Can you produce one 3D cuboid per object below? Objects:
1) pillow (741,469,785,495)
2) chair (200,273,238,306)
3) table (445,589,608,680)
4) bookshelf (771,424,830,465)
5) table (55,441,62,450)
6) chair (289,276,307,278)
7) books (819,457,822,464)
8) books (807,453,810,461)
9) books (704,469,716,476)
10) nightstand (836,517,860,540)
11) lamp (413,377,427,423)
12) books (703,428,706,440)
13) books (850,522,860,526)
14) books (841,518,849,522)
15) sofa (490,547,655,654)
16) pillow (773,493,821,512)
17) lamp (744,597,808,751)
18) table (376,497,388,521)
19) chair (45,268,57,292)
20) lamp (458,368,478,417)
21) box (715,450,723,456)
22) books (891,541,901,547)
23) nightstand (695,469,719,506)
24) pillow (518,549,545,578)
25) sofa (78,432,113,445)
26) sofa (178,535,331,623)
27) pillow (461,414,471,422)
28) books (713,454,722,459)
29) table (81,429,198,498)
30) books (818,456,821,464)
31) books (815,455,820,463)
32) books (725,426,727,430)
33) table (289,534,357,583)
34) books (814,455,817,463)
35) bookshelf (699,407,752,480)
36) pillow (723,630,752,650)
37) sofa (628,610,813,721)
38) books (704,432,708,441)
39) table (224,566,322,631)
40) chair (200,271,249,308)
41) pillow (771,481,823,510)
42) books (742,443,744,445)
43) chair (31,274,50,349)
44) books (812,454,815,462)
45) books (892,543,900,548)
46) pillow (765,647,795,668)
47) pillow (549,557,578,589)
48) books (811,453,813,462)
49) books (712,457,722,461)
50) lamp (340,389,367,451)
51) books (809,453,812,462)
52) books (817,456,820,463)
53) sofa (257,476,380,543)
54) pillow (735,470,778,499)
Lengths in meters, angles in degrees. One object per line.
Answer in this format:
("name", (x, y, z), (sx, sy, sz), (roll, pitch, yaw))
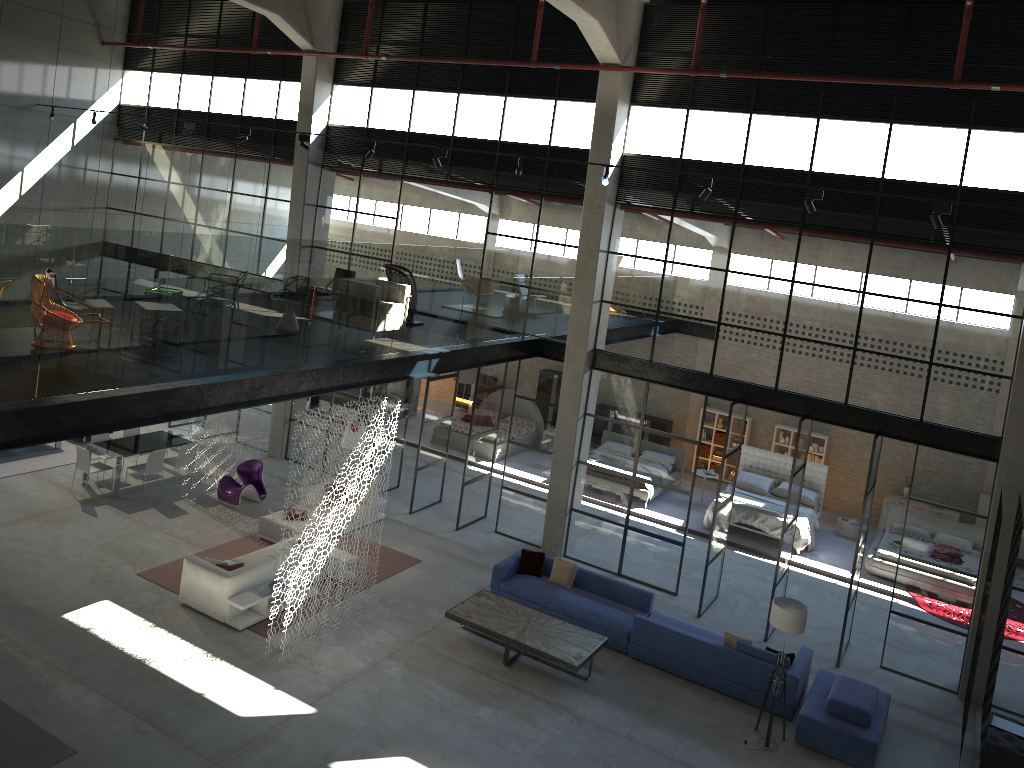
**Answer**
("pillow", (5.569, 2.201, 19.638), (1.065, 0.319, 0.491), (14, 10, 28))
("chair", (-4.158, -1.121, 12.276), (0.485, 0.800, 0.504), (8, 5, 3))
("table", (0.176, 3.566, 12.284), (2.088, 0.395, 1.031), (14, 12, 28))
("bookshelf", (6.947, 1.999, 21.392), (1.254, 1.742, 0.329), (11, 5, 29))
("table", (-9.992, 1.128, 17.311), (0.911, 0.403, 1.810), (13, 12, 27))
("chair", (-3.407, -1.241, 13.413), (0.564, 0.794, 0.614), (8, 6, -5))
("books", (7.409, 1.918, 21.113), (0.022, 0.272, 0.253), (10, 7, 28))
("books", (7.186, 1.831, 21.248), (0.069, 0.332, 0.253), (10, 6, 28))
("books", (4.495, 2.016, 19.940), (0.229, 0.042, 0.305), (8, 11, 2))
("nightstand", (7.384, 3.155, 19.146), (0.585, 0.296, 0.482), (12, 10, 25))
("lamp", (-2.262, 0.075, 23.686), (0.797, 1.907, 0.693), (6, 4, -20))
("books", (4.934, 1.291, 22.495), (0.049, 0.284, 0.185), (10, 6, 28))
("books", (7.484, 3.024, 19.057), (0.231, 0.046, 0.301), (15, 13, 33))
("books", (7.294, 2.975, 19.221), (0.136, 0.020, 0.193), (14, 13, 27))
("sofa", (0.921, 3.304, 13.589), (2.363, 0.598, 1.058), (14, 11, 28))
("pillow", (6.224, 2.464, 19.123), (0.971, 0.327, 0.718), (14, 11, 29))
("lamp", (3.287, 3.610, 10.848), (0.434, 1.728, 0.669), (10, 5, 25))
("table", (-2.819, 2.290, 16.627), (0.912, 0.366, 0.301), (14, 8, 28))
("chair", (-5.424, -1.003, 10.897), (0.778, 0.763, 0.642), (3, 8, -36))
("lamp", (-1.237, 0.191, 23.819), (0.797, 1.906, 0.693), (6, 4, -20))
("box", (5.308, 1.766, 22.337), (0.216, 0.108, 0.132), (13, 10, 28))
("books", (7.725, 3.174, 17.456), (0.284, 0.030, 0.201), (2, 12, -26))
("nightstand", (4.347, 2.372, 19.928), (0.601, 0.693, 0.610), (8, 7, 0))
("pillow", (0.318, 2.873, 14.084), (0.399, 0.368, 0.262), (9, 6, 7))
("sofa", (-9.138, 0.772, 18.797), (0.962, 0.752, 0.823), (12, 9, 28))
("sofa", (-3.743, 2.739, 12.985), (0.959, 0.662, 2.147), (13, 11, 27))
("pillow", (-0.847, 0.894, 22.037), (0.879, 0.210, 0.639), (9, 11, 7))
("books", (5.288, 1.849, 22.324), (0.285, 0.054, 0.231), (14, 12, 28))
("table", (-7.057, 1.483, 16.709), (0.911, 0.749, 1.810), (12, 11, 28))
("books", (7.394, 1.905, 21.132), (0.027, 0.285, 0.253), (10, 7, 28))
("books", (7.353, 1.874, 21.155), (0.036, 0.329, 0.253), (10, 6, 28))
("books", (5.504, 0.998, 22.226), (0.088, 0.317, 0.253), (10, 7, 28))
("table", (-3.048, 2.786, 13.998), (1.216, 0.366, 0.301), (14, 8, 28))
("books", (7.327, 1.872, 21.169), (0.020, 0.316, 0.253), (10, 6, 28))
("bookshelf", (5.318, 1.592, 22.293), (1.254, 1.742, 0.329), (11, 5, 29))
("pillow", (3.120, 3.648, 12.152), (0.406, 0.378, 0.207), (12, 6, 29))
("sofa", (2.950, 3.759, 12.443), (2.363, 0.715, 1.057), (14, 10, 28))
("books", (4.973, 1.339, 22.488), (0.075, 0.202, 0.159), (10, 7, 28))
("table", (-3.370, 3.042, 12.499), (0.304, 0.364, 1.576), (11, 11, 28))
("chair", (-4.293, -1.303, 13.056), (0.644, 0.812, 0.590), (5, 7, -27))
("pillow", (6.196, 2.377, 19.054), (0.991, 0.289, 0.694), (14, 12, 30))
("books", (5.700, 1.506, 22.091), (0.259, 0.046, 0.214), (14, 12, 28))
("chair", (-5.181, -0.823, 9.965), (0.567, 0.789, 0.599), (7, 6, -6))
("books", (7.289, 1.852, 21.191), (0.056, 0.338, 0.253), (10, 6, 28))
("books", (7.721, 3.204, 17.457), (0.285, 0.030, 0.205), (-2, 15, -41))
("pillow", (3.612, 3.767, 11.926), (0.399, 0.368, 0.262), (9, 6, 7))
("pillow", (0.811, 2.983, 13.856), (0.406, 0.378, 0.207), (12, 6, 29))
("books", (7.269, 1.847, 21.222), (0.065, 0.331, 0.253), (10, 6, 28))
("books", (5.280, 1.904, 22.327), (0.312, 0.054, 0.231), (14, 12, 28))
("lamp", (-2.565, 0.512, 14.576), (0.446, 1.091, 0.438), (11, 5, 37))
("books", (7.226, 1.840, 21.226), (0.059, 0.331, 0.253), (10, 6, 28))
("books", (7.381, 1.901, 21.159), (0.020, 0.278, 0.253), (10, 7, 28))
("sofa", (-3.384, 2.268, 15.586), (0.953, 0.661, 2.156), (13, 11, 28))
("pillow", (5.339, 2.215, 19.417), (1.039, 0.370, 0.667), (14, 11, 31))
